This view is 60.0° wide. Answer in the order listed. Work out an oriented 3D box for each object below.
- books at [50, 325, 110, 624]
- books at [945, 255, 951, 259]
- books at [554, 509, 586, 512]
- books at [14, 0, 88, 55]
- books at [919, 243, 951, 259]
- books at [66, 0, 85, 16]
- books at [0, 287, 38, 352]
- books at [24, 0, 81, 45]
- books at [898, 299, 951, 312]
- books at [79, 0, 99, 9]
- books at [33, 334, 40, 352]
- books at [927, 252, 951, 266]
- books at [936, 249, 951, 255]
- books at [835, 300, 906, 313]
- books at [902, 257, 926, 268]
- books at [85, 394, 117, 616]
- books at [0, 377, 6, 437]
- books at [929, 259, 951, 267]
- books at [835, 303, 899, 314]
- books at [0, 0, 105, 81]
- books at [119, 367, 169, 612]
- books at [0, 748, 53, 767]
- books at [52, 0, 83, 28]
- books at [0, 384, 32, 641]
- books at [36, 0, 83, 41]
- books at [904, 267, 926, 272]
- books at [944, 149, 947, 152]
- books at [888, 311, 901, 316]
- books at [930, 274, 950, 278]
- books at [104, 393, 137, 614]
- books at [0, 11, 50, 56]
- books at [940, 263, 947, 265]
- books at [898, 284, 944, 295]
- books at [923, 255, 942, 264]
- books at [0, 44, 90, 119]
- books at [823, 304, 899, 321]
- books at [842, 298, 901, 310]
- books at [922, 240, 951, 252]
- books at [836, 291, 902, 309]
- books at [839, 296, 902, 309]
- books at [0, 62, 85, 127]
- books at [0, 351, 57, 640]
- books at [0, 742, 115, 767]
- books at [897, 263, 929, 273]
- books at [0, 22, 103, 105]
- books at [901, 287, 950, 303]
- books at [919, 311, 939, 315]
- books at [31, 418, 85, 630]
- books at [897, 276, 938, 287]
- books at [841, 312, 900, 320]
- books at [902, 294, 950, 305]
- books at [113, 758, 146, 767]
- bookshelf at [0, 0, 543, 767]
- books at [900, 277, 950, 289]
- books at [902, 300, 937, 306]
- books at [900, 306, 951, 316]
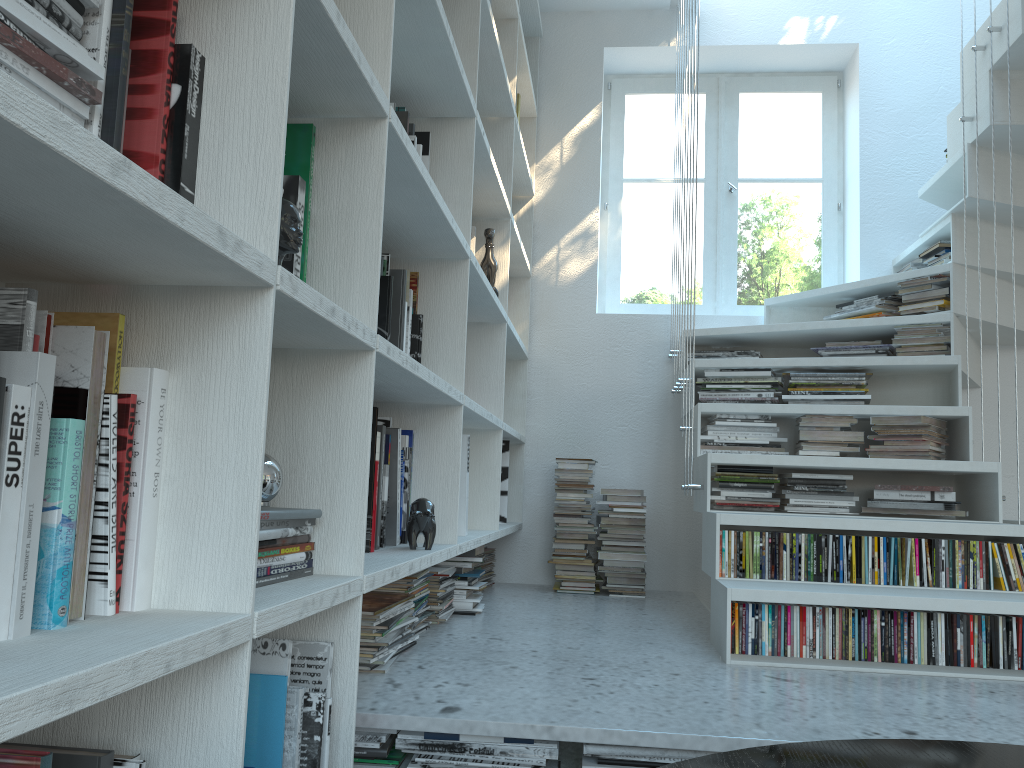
[{"bbox_3d":[-0.479,0.080,0.833,0.175,0.271,0.026,1,-6,6],"label":"books"},{"bbox_3d":[1.728,-0.456,3.365,0.199,0.016,0.183,1,-7,6],"label":"books"},{"bbox_3d":[0.237,0.516,3.631,0.115,0.008,0.187,1,-7,10],"label":"books"},{"bbox_3d":[-0.487,-0.318,0.701,0.161,0.012,0.254,1,-7,9],"label":"books"},{"bbox_3d":[1.730,-0.503,3.384,0.281,0.014,0.170,2,-7,1],"label":"books"},{"bbox_3d":[-0.483,-0.367,0.705,0.161,0.012,0.254,2,-7,2],"label":"books"},{"bbox_3d":[-0.491,0.061,0.768,0.137,0.293,0.014,1,-6,6],"label":"books"},{"bbox_3d":[-0.487,-0.330,0.702,0.161,0.012,0.254,2,-7,3],"label":"books"},{"bbox_3d":[1.584,-0.272,3.282,0.250,0.017,0.181,7,-8,-33],"label":"books"},{"bbox_3d":[-0.487,-0.379,0.707,0.159,0.012,0.285,1,-7,8],"label":"books"},{"bbox_3d":[-0.498,0.081,0.781,0.145,0.255,0.014,1,-6,6],"label":"books"},{"bbox_3d":[1.729,-0.469,3.375,0.220,0.014,0.162,3,-7,-4],"label":"books"},{"bbox_3d":[1.730,-0.488,3.399,0.207,0.012,0.131,2,-7,-1],"label":"books"},{"bbox_3d":[1.443,-0.293,3.515,0.175,0.012,0.265,5,-7,-22],"label":"books"},{"bbox_3d":[1.748,-0.491,3.659,0.201,0.029,0.162,3,-7,-4],"label":"books"},{"bbox_3d":[-0.466,0.115,0.863,0.169,0.212,0.042,1,-6,6],"label":"books"},{"bbox_3d":[-0.490,0.095,0.683,0.183,0.207,0.024,1,-6,6],"label":"books"},{"bbox_3d":[1.728,-0.439,3.367,0.264,0.016,0.182,2,-7,-1],"label":"books"},{"bbox_3d":[1.434,-0.282,3.510,0.184,0.013,0.230,6,-8,-28],"label":"books"},{"bbox_3d":[-0.483,-0.306,0.699,0.159,0.012,0.285,1,-7,11],"label":"books"},{"bbox_3d":[-0.455,0.105,0.923,0.176,0.246,0.033,1,-6,6],"label":"books"},{"bbox_3d":[-0.443,0.427,0.672,0.169,0.293,0.015,1,-6,6],"label":"books"},{"bbox_3d":[-0.486,-0.355,0.704,0.161,0.012,0.254,2,-7,3],"label":"books"},{"bbox_3d":[-0.485,0.101,0.721,0.167,0.204,0.023,1,-6,6],"label":"books"},{"bbox_3d":[-0.484,-0.343,0.703,0.161,0.012,0.254,2,-7,2],"label":"books"},{"bbox_3d":[1.746,-0.449,3.656,0.265,0.017,0.175,2,-7,1],"label":"books"},{"bbox_3d":[1.729,-0.867,3.177,0.277,0.006,0.188,2,-7,4],"label":"books"},{"bbox_3d":[1.463,-0.257,3.521,0.133,0.007,0.264,5,-8,-24],"label":"books"},{"bbox_3d":[1.585,-0.379,3.297,0.227,0.014,0.160,6,-8,-30],"label":"books"},{"bbox_3d":[-0.464,0.116,0.889,0.166,0.216,0.011,1,-6,6],"label":"books"},{"bbox_3d":[-0.484,-0.294,0.698,0.161,0.012,0.254,2,-7,1],"label":"books"},{"bbox_3d":[1.727,-0.426,3.354,0.256,0.014,0.192,1,-7,6],"label":"books"},{"bbox_3d":[1.573,-0.334,3.307,0.250,0.017,0.135,7,-8,-33],"label":"books"},{"bbox_3d":[1.730,-0.476,3.416,0.251,0.009,0.097,2,-7,0],"label":"books"},{"bbox_3d":[-0.491,-0.271,0.695,0.159,0.012,0.285,1,-7,8],"label":"books"},{"bbox_3d":[1.417,-0.271,3.501,0.226,0.013,0.284,5,-7,-21],"label":"books"},{"bbox_3d":[1.449,-0.306,3.519,0.173,0.014,0.196,5,-7,-24],"label":"books"},{"bbox_3d":[1.731,-0.517,3.389,0.254,0.015,0.159,2,-7,2],"label":"books"},{"bbox_3d":[1.457,-0.324,3.524,0.157,0.014,0.300,5,-7,-23],"label":"books"},{"bbox_3d":[1.457,-0.315,3.523,0.157,0.005,0.268,5,-7,-23],"label":"books"},{"bbox_3d":[-0.494,-0.259,0.694,0.159,0.012,0.285,1,-7,7],"label":"books"},{"bbox_3d":[-0.482,0.089,0.745,0.174,0.234,0.023,1,-6,6],"label":"books"},{"bbox_3d":[-0.445,0.468,0.823,0.130,0.248,0.022,1,-6,6],"label":"books"},{"bbox_3d":[1.747,-0.468,3.652,0.264,0.019,0.170,2,-7,5],"label":"books"},{"bbox_3d":[-0.484,-0.283,0.696,0.159,0.012,0.285,1,-7,11],"label":"books"},{"bbox_3d":[1.590,-0.314,3.279,0.213,0.028,0.191,6,-8,-31],"label":"books"},{"bbox_3d":[1.574,-0.241,3.292,0.180,0.013,0.140,6,-8,-30],"label":"books"},{"bbox_3d":[-0.473,0.121,0.792,0.169,0.183,0.023,1,-6,6],"label":"books"},{"bbox_3d":[1.574,-0.362,3.311,0.261,0.016,0.129,7,-8,-32],"label":"books"},{"bbox_3d":[1.434,-0.252,3.507,0.184,0.008,0.216,6,-8,-28],"label":"books"},{"bbox_3d":[1.586,-0.295,3.282,0.256,0.010,0.163,8,-9,-38],"label":"books"},{"bbox_3d":[-0.436,0.475,0.838,0.167,0.238,0.010,1,-6,6],"label":"books"},{"bbox_3d":[-0.414,-0.433,0.784,0.330,3.138,6.306,2,-7,6],"label":"bookshelf"},{"bbox_3d":[1.592,-0.351,3.283,0.283,0.012,0.175,8,-9,-38],"label":"books"},{"bbox_3d":[1.575,-0.284,3.297,0.210,0.009,0.133,6,-8,-29],"label":"books"},{"bbox_3d":[1.575,-0.255,3.293,0.247,0.015,0.142,7,-8,-35],"label":"books"}]
